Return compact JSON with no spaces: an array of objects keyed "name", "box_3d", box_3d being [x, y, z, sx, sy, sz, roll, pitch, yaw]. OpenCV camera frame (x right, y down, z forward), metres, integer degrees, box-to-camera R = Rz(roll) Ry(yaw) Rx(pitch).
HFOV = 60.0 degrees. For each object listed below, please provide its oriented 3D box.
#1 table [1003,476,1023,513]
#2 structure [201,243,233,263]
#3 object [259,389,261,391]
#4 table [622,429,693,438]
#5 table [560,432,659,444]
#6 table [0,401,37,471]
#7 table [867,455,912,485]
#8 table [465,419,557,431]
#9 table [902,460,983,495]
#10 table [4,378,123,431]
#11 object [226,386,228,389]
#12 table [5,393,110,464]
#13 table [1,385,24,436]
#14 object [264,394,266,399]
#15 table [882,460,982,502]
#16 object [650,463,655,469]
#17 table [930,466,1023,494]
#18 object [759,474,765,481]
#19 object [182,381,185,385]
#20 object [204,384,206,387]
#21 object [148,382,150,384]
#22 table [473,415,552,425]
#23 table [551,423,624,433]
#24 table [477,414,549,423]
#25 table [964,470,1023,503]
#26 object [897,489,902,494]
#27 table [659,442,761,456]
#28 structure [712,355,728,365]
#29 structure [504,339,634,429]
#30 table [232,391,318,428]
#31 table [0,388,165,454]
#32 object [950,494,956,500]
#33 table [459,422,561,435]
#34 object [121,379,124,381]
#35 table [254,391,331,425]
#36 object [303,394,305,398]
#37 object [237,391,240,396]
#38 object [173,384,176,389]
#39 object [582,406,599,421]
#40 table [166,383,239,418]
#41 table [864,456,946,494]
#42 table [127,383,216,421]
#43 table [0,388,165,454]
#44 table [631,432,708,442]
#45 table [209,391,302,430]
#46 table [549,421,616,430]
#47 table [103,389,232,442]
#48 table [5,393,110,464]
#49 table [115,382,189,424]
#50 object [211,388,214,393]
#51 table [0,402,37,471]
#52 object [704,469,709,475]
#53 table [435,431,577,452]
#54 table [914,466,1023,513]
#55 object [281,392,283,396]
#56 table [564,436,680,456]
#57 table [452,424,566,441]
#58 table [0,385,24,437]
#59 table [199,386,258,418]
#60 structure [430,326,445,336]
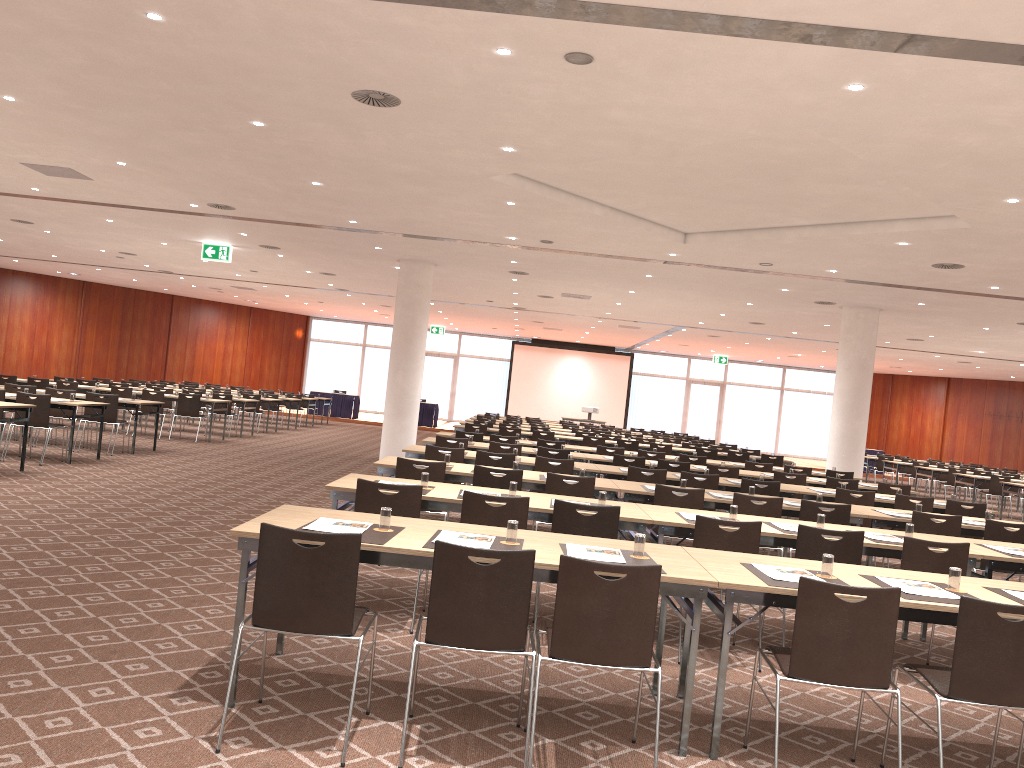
[{"name":"table","box_3d":[13.514,2.836,21.941,2.267,0.833,0.953,6,0,1]},{"name":"structure","box_3d":[-6.026,-2.679,18.109,0.587,0.346,0.105,6,0,1]},{"name":"object","box_3d":[-7.413,0.215,26.082,0.054,0.114,0.054,6,0,-11]},{"name":"table","box_3d":[4.510,1.961,28.024,2.267,0.833,0.953,6,0,1]},{"name":"table","box_3d":[2.180,1.631,20.045,2.267,0.833,0.953,6,0,1]},{"name":"table","box_3d":[-7.122,0.557,10.629,2.267,0.833,0.953,6,0,1]},{"name":"table","box_3d":[11.310,2.671,27.961,2.267,0.833,0.953,6,0,1]},{"name":"table","box_3d":[-0.059,1.419,22.065,2.267,0.833,0.953,6,0,1]},{"name":"table","box_3d":[13.568,2.907,27.941,2.267,0.833,0.953,6,0,1]},{"name":"table","box_3d":[-9.312,0.410,18.150,2.267,0.833,0.953,6,0,1]},{"name":"object","box_3d":[-8.385,0.113,26.104,0.054,0.114,0.054,6,0,-33]},{"name":"table","box_3d":[-7.104,0.580,12.629,2.267,0.833,0.953,6,0,1]},{"name":"table","box_3d":[-9.344,0.368,14.650,2.267,0.833,0.953,6,0,1]},{"name":"object","box_3d":[-6.151,0.303,22.076,0.054,0.114,0.054,6,0,-11]},{"name":"table","box_3d":[11.274,2.624,23.962,2.267,0.833,0.953,6,0,1]},{"name":"object","box_3d":[1.659,0.993,10.510,0.054,0.114,0.054,6,0,-11]},{"name":"table","box_3d":[13.550,2.883,25.941,2.267,0.833,0.953,6,0,1]},{"name":"object","box_3d":[2.954,1.128,10.488,0.054,0.114,0.054,6,0,34]},{"name":"object","box_3d":[-9.676,-0.021,26.113,0.054,0.114,0.054,6,0,-33]},{"name":"object","box_3d":[-9.033,0.046,26.102,0.054,0.114,0.054,6,0,-33]},{"name":"object","box_3d":[-9.058,0.000,22.108,0.054,0.114,0.054,6,0,-33]},{"name":"table","box_3d":[-0.023,1.466,26.065,2.267,0.833,0.953,6,0,1]},{"name":"table","box_3d":[2.234,1.702,26.044,2.267,0.833,0.953,6,0,1]},{"name":"table","box_3d":[-0.005,1.490,28.065,2.267,0.833,0.953,6,0,1]},{"name":"table","box_3d":[13.532,2.859,23.941,2.267,0.833,0.953,6,0,1]},{"name":"object","box_3d":[4.571,1.297,10.472,0.054,0.114,0.054,6,0,-33]},{"name":"table","box_3d":[4.438,1.867,20.024,2.267,0.833,0.953,6,0,1]},{"name":"structure","box_3d":[8.434,-0.975,35.916,0.587,0.346,0.105,6,0,1]},{"name":"structure","box_3d":[2.412,0.002,37.414,5.158,3.525,0.395,6,0,1]},{"name":"table","box_3d":[-6.982,0.740,26.129,2.267,0.833,0.953,6,0,1]},{"name":"table","box_3d":[-7.086,0.604,14.629,2.267,0.833,0.953,6,0,1]},{"name":"object","box_3d":[5.210,1.364,10.478,0.054,0.114,0.054,6,0,-11]},{"name":"table","box_3d":[-0.077,1.395,20.065,2.267,0.833,0.953,6,0,1]},{"name":"object","box_3d":[-9.709,-0.068,22.105,0.054,0.114,0.054,6,0,-33]},{"name":"table","box_3d":[-6.964,0.763,28.129,2.267,0.833,0.953,6,0,1]},{"name":"object","box_3d":[-6.125,0.349,26.078,0.054,0.114,0.054,6,0,-11]},{"name":"object","box_3d":[-6.815,0.234,22.077,0.054,0.114,0.054,6,0,-11]},{"name":"object","box_3d":[-8.410,0.067,22.097,0.054,0.114,0.054,6,0,-33]},{"name":"object","box_3d":[2.740,1.032,31.173,0.576,0.472,0.614,6,0,1]},{"name":"table","box_3d":[-9.240,0.504,26.150,2.267,0.833,0.953,6,0,1]},{"name":"table","box_3d":[11.292,2.647,25.962,2.267,0.833,0.953,6,0,1]},{"name":"table","box_3d":[-9.258,0.480,24.150,2.267,0.833,0.953,6,0,1]},{"name":"table","box_3d":[-7.086,0.604,14.629,2.267,0.833,0.953,6,0,1]},{"name":"table","box_3d":[4.492,1.937,26.024,2.267,0.833,0.953,6,0,1]},{"name":"table","box_3d":[-7.000,0.716,24.129,2.267,0.833,0.953,6,0,1]},{"name":"table","box_3d":[2.252,1.725,28.044,2.267,0.833,0.953,6,0,1]},{"name":"table","box_3d":[-7.055,0.645,18.129,2.267,0.833,0.953,6,0,1]},{"name":"table","box_3d":[-7.104,0.580,12.629,2.267,0.833,0.953,6,0,1]},{"name":"table","box_3d":[-9.276,0.457,22.150,2.267,0.833,0.953,6,0,1]},{"name":"object","box_3d":[-7.459,0.166,22.088,0.054,0.114,0.054,6,0,-11]},{"name":"table","box_3d":[-7.122,0.557,10.629,2.267,0.833,0.953,6,0,1]},{"name":"object","box_3d":[2.301,1.060,10.497,0.054,0.114,0.054,6,0,-11]},{"name":"table","box_3d":[-0.127,1.330,14.566,2.267,0.833,0.953,6,0,1]},{"name":"table","box_3d":[11.256,2.600,21.962,2.267,0.833,0.953,6,0,1]},{"name":"object","box_3d":[-6.770,0.282,26.082,0.054,0.114,0.054,6,0,-11]},{"name":"table","box_3d":[2.162,1.607,18.045,2.267,0.833,0.953,6,0,1]},{"name":"table","box_3d":[-0.095,1.372,18.065,2.267,0.833,0.953,6,0,1]},{"name":"table","box_3d":[-9.344,0.368,14.650,2.267,0.833,0.953,6,0,1]},{"name":"table","box_3d":[-9.222,0.528,28.149,2.267,0.833,0.953,6,0,1]},{"name":"structure","box_3d":[-3.020,-2.171,36.021,0.587,0.346,0.105,6,0,1]}]
